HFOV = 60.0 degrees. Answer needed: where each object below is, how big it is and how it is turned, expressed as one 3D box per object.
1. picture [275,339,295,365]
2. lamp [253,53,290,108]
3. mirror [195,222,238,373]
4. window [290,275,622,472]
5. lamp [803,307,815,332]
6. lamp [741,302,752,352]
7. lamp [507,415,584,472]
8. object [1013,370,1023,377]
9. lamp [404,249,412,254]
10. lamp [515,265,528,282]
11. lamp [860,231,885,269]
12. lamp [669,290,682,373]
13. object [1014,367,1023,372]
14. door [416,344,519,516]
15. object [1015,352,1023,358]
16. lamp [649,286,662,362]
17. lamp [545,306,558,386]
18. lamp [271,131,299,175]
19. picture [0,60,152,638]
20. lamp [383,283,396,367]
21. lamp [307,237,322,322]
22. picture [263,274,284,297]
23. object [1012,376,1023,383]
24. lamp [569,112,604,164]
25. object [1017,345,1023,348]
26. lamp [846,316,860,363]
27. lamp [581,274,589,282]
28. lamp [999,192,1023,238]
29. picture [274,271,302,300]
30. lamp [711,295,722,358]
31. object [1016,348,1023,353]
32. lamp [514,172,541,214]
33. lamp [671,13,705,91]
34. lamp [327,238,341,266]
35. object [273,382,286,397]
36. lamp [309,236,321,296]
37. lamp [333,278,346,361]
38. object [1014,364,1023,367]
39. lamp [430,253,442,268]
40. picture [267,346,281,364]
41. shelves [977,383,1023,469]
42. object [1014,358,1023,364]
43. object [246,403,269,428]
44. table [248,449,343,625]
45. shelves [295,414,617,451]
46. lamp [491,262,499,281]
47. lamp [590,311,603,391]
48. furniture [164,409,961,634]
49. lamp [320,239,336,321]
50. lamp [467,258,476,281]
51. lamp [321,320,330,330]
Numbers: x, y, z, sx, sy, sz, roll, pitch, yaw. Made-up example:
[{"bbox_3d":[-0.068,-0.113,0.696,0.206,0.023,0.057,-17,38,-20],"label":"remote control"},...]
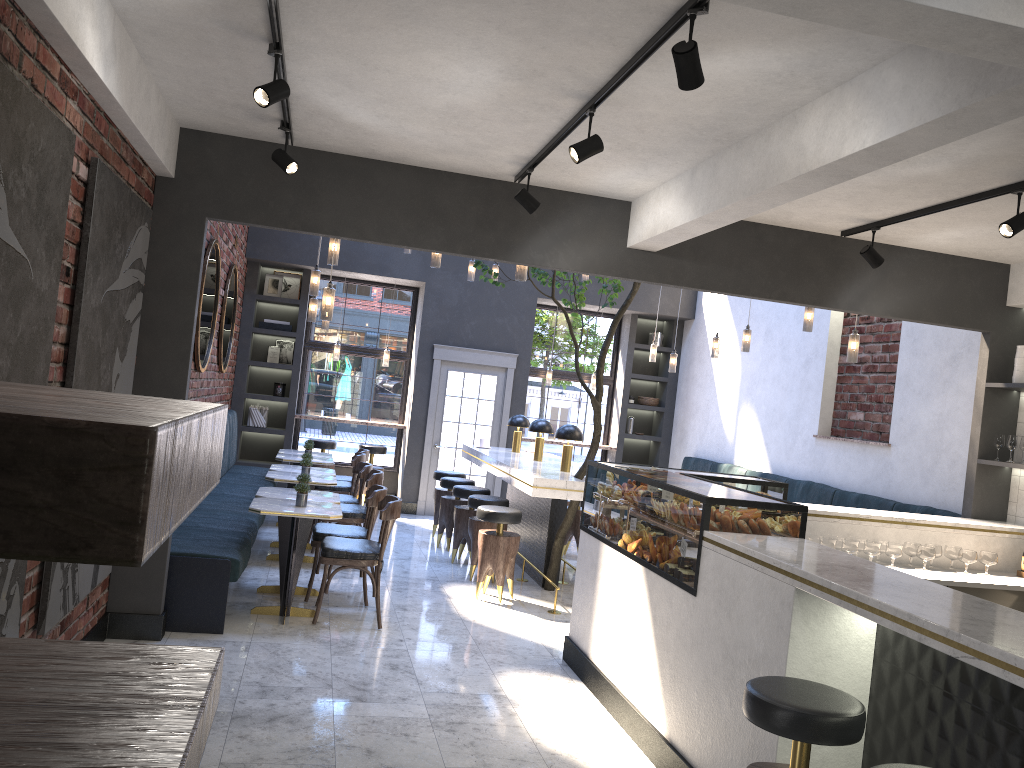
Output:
[{"bbox_3d":[-3.030,-0.421,11.792,0.247,0.326,0.044,7,0,-12],"label":"picture"},{"bbox_3d":[-0.987,-1.248,3.663,0.087,0.238,0.157,6,-1,27],"label":"lamp"},{"bbox_3d":[-2.681,-0.852,7.894,0.036,1.510,4.773,6,-1,-12],"label":"mirror"},{"bbox_3d":[0.757,-1.312,6.364,6.407,5.364,12.708,7,-1,-12],"label":"window"},{"bbox_3d":[2.751,-2.487,7.588,0.078,4.105,0.078,7,0,-27],"label":"lamp"},{"bbox_3d":[2.503,-2.353,8.657,0.078,4.105,0.078,6,0,40],"label":"lamp"},{"bbox_3d":[0.593,-0.895,5.080,4.184,3.256,8.832,7,-1,-29],"label":"lamp"},{"bbox_3d":[3.578,-0.053,6.178,0.153,0.074,0.154,7,-1,-9],"label":"object"},{"bbox_3d":[-0.870,-3.415,9.328,0.078,4.105,0.078,7,0,-27],"label":"lamp"},{"bbox_3d":[0.289,-2.770,6.278,0.078,4.105,0.078,6,0,18],"label":"lamp"},{"bbox_3d":[2.282,-0.850,5.608,0.157,0.235,0.087,7,0,-18],"label":"lamp"},{"bbox_3d":[2.102,-2.177,10.398,0.078,4.105,0.078,7,0,-27],"label":"lamp"},{"bbox_3d":[3.582,-0.082,6.177,0.153,0.062,0.153,6,-1,17],"label":"object"},{"bbox_3d":[-0.600,0.649,11.608,1.132,2.219,0.152,6,0,-12],"label":"door"},{"bbox_3d":[3.591,-0.179,6.173,0.154,0.076,0.153,6,-1,9],"label":"object"},{"bbox_3d":[1.976,-2.315,11.048,0.078,4.105,0.078,7,0,-27],"label":"lamp"},{"bbox_3d":[0.585,-0.691,12.378,0.078,1.429,0.078,6,0,40],"label":"lamp"},{"bbox_3d":[-1.232,-1.256,4.834,0.157,0.235,0.087,6,0,29],"label":"lamp"},{"bbox_3d":[-1.833,0.052,3.560,0.033,2.027,2.821,6,-1,-12],"label":"picture"},{"bbox_3d":[-1.617,-0.945,11.894,0.078,1.429,0.078,6,0,40],"label":"lamp"},{"bbox_3d":[-1.667,-2.629,8.404,0.078,4.105,0.078,6,0,-5],"label":"lamp"},{"bbox_3d":[-3.151,-1.291,11.704,0.230,0.313,0.061,7,0,-12],"label":"picture"},{"bbox_3d":[3.571,-0.018,6.180,0.153,0.055,0.153,6,-1,40],"label":"object"},{"bbox_3d":[0.336,-1.095,3.958,0.157,0.238,0.087,7,0,-18],"label":"lamp"},{"bbox_3d":[3.597,-0.241,6.170,0.153,0.070,0.153,6,-1,34],"label":"object"},{"bbox_3d":[2.869,-2.208,6.903,0.078,4.105,0.078,7,0,-27],"label":"lamp"},{"bbox_3d":[1.062,-3.190,10.195,0.078,4.105,0.078,7,0,-27],"label":"lamp"},{"bbox_3d":[2.525,-0.841,4.438,0.157,0.235,0.087,7,0,-18],"label":"lamp"},{"bbox_3d":[-2.995,-1.297,11.774,0.361,0.369,0.055,7,0,-12],"label":"picture"},{"bbox_3d":[2.355,-2.312,9.314,0.078,4.105,0.078,6,0,40],"label":"lamp"},{"bbox_3d":[3.596,-0.209,6.172,0.152,0.067,0.153,6,-1,34],"label":"object"},{"bbox_3d":[0.094,-1.105,5.128,0.157,0.238,0.087,7,0,-18],"label":"lamp"},{"bbox_3d":[0.579,-1.084,2.890,0.087,0.238,0.157,6,-1,27],"label":"lamp"},{"bbox_3d":[-1.120,-2.935,6.670,0.078,4.105,0.078,7,0,-27],"label":"lamp"},{"bbox_3d":[-3.036,0.074,11.583,0.152,0.181,0.152,6,-1,26],"label":"object"},{"bbox_3d":[-1.509,-2.816,7.776,0.078,4.105,0.078,6,0,-5],"label":"lamp"},{"bbox_3d":[-2.255,-1.018,11.754,0.078,1.429,0.078,6,0,18],"label":"lamp"},{"bbox_3d":[3.583,-0.115,6.176,0.154,0.075,0.153,7,-1,-45],"label":"object"},{"bbox_3d":[-0.378,-2.961,7.016,0.078,4.105,0.078,6,0,18],"label":"lamp"},{"bbox_3d":[-3.155,-0.386,11.740,0.161,0.227,0.049,7,0,-12],"label":"picture"},{"bbox_3d":[3.897,0.313,4.637,0.300,0.580,3.600,6,-1,-12],"label":"shelves"},{"bbox_3d":[3.585,-0.144,6.175,0.153,0.060,0.153,7,-1,-30],"label":"object"},{"bbox_3d":[-3.305,0.399,11.545,0.250,0.323,0.241,7,-1,-12],"label":"object"},{"bbox_3d":[-0.012,1.407,8.519,4.600,0.751,4.829,7,-1,-12],"label":"table"},{"bbox_3d":[-0.714,0.663,12.126,4.404,0.043,0.384,7,-1,-12],"label":"shelves"},{"bbox_3d":[0.015,-3.240,10.553,0.078,4.105,0.078,7,0,-27],"label":"lamp"},{"bbox_3d":[1.222,-0.617,12.518,0.078,1.429,0.078,6,0,18],"label":"lamp"},{"bbox_3d":[0.002,1.208,8.564,6.022,1.151,5.340,7,-1,-12],"label":"furniture"},{"bbox_3d":[-1.026,-2.469,5.998,0.078,4.105,0.078,7,0,-27],"label":"lamp"},{"bbox_3d":[-0.231,-3.186,9.858,0.078,4.105,0.078,7,0,-27],"label":"lamp"},{"bbox_3d":[-1.792,-2.626,9.585,0.078,4.105,0.078,7,0,-27],"label":"lamp"}]
